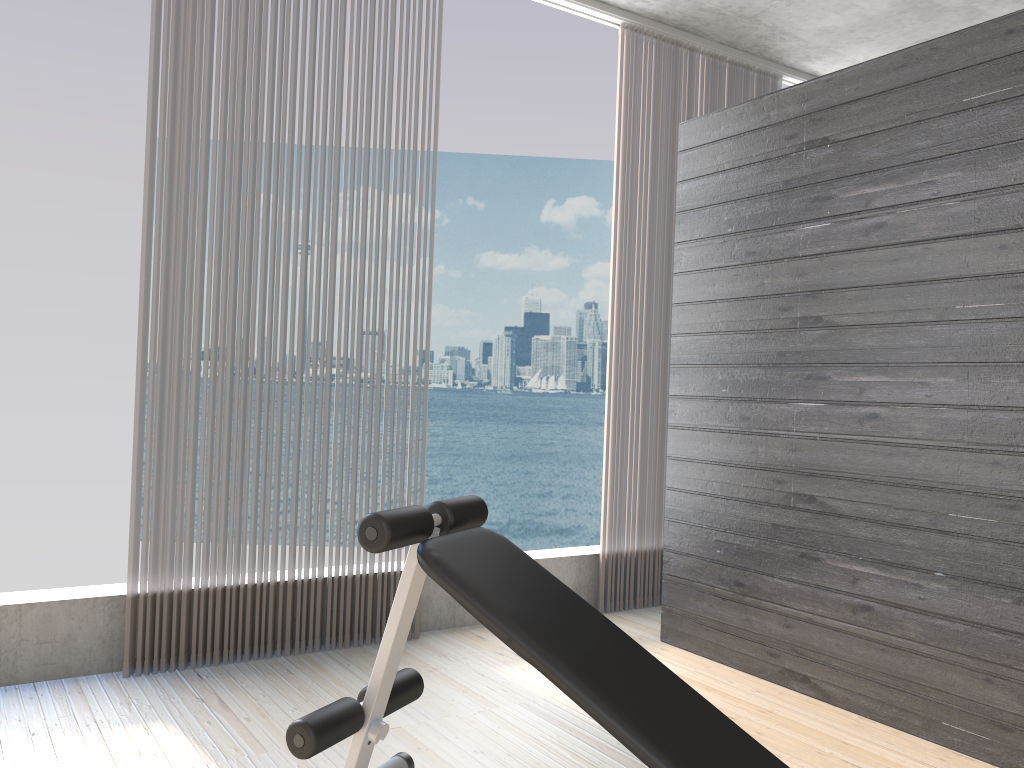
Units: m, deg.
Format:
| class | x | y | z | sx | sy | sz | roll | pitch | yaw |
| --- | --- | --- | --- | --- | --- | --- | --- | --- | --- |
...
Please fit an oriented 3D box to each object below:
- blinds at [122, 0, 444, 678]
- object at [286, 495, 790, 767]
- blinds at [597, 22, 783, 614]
| class | x | y | z | sx | sy | sz | roll | pitch | yaw |
| --- | --- | --- | --- | --- | --- | --- | --- | --- | --- |
| blinds | -0.788 | -0.369 | 3.303 | 1.133 | 2.744 | 0.069 | 3 | -1 | -33 |
| object | 0.186 | 0.651 | 1.789 | 1.312 | 0.746 | 0.505 | 2 | -1 | 26 |
| blinds | 0.914 | -0.294 | 4.413 | 1.133 | 2.744 | 0.069 | 3 | -1 | -33 |
